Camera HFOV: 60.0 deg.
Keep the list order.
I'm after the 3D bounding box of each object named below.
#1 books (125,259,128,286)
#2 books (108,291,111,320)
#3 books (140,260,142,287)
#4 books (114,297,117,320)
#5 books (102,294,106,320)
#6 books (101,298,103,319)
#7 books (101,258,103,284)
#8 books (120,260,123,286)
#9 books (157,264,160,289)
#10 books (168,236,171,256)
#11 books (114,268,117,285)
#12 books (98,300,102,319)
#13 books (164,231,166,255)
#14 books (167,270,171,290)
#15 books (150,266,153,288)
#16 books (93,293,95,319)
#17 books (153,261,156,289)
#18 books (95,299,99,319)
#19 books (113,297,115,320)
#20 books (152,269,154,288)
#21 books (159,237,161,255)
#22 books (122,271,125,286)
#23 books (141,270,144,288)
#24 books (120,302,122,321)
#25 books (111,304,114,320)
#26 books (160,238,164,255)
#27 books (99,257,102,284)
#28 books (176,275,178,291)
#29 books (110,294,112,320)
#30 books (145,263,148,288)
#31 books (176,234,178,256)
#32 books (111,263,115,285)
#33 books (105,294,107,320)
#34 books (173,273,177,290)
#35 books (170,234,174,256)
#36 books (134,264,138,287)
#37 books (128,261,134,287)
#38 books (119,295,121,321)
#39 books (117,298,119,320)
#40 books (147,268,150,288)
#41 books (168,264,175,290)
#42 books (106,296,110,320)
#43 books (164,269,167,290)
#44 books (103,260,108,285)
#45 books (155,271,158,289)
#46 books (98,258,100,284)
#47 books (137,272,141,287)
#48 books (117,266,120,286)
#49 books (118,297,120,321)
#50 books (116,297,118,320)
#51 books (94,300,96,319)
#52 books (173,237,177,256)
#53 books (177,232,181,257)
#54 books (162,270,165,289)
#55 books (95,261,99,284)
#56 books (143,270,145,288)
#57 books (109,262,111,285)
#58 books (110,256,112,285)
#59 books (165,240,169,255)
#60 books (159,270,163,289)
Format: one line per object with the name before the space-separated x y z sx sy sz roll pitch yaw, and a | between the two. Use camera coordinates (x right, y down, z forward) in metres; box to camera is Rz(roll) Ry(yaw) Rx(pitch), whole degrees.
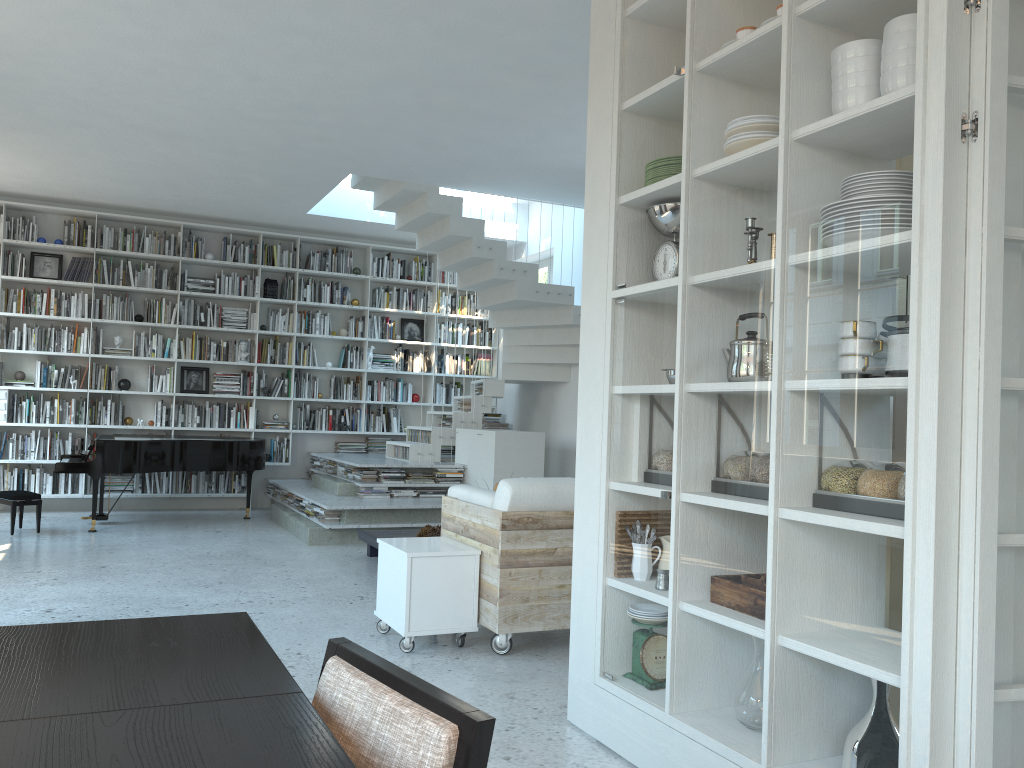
books | -4.145 -1.182 9.534 0.013 0.315 0.135 3 -2 -25
books | -4.291 -0.824 9.455 0.011 0.317 0.154 3 -2 -25
books | -4.009 -1.172 9.579 0.012 0.308 0.145 3 -2 -25
books | -4.228 -0.789 9.454 0.012 0.251 0.184 3 -2 -25
books | -4.336 -0.808 9.423 0.026 0.279 0.151 3 -2 -25
books | -4.356 -0.789 9.421 0.012 0.240 0.134 3 -2 -25
books | -4.357 -1.180 9.417 0.010 0.287 0.148 3 -2 -25
books | -4.185 -1.174 9.495 0.023 0.293 0.155 3 -2 -25
books | -3.859 -1.155 9.667 0.022 0.290 0.146 3 -2 -25
books | -3.753 -1.491 9.704 0.026 0.237 0.149 3 -2 -25
books | -4.237 -1.130 9.479 0.024 0.201 0.153 3 -2 -25
books | -4.378 -0.779 9.425 0.024 0.219 0.140 3 -2 -25
books | -3.796 -1.517 9.680 0.013 0.285 0.159 3 -2 -25
books | -3.747 -1.136 9.696 0.055 0.264 0.167 3 -2 -25
books | -3.921 -1.144 9.627 0.028 0.261 0.135 3 -2 -25
books | -4.430 -0.815 9.393 0.012 0.285 0.159 3 -2 -25
books | -3.885 -1.169 9.629 0.011 0.313 0.183 3 -2 -25
books | -4.403 -0.783 9.414 0.029 0.225 0.136 3 -2 -25
books | -4.237 -0.795 9.448 0.009 0.263 0.189 3 -2 -25
books | -3.902 -1.128 9.632 0.013 0.231 0.141 3 -2 -25
books | -3.836 -1.480 9.644 0.013 0.207 0.178 3 -2 -25
books | -4.166 -1.116 9.515 0.034 0.180 0.160 3 -2 -25
books | -4.006 -1.123 9.608 0.024 0.212 0.128 3 -2 -25
books | -4.185 -0.765 9.481 0.011 0.209 0.181 3 -2 -25
books | -4.265 -0.758 9.462 0.029 0.186 0.149 3 -2 -25
books | -3.817 -1.476 9.650 0.026 0.200 0.187 3 -2 -25
books | -4.377 -1.191 9.433 0.014 0.309 0.130 3 -2 -25
books | -3.688 -1.097 9.758 0.019 0.194 0.098 3 -2 -25
books | -4.273 -0.807 9.439 0.010 0.283 0.184 3 -2 -25
books | -3.967 -1.159 9.612 0.026 0.286 0.137 3 -2 -25
books | -3.682 -1.502 9.732 0.014 0.267 0.171 3 -2 -25
books | -4.255 -1.152 9.455 0.031 0.242 0.181 3 -2 -25
books | -4.317 -0.805 9.427 0.012 0.276 0.157 3 -2 -25
books | -3.706 -1.107 9.742 0.028 0.211 0.134 3 -2 -25
books | -3.731 -1.501 9.723 0.030 0.261 0.151 3 -2 -25
books | -4.056 -1.153 9.564 0.027 0.265 0.168 3 -2 -25
books | -4.095 -1.166 9.529 0.075 0.285 0.178 3 -2 -25
books | -4.196 -0.801 9.484 0.011 0.279 0.169 3 -2 -25
books | -4.219 -0.790 9.484 0.011 0.255 0.152 3 -2 -25
books | -3.936 -1.128 9.599 0.021 0.226 0.191 3 -2 -25
books | -3.732 -1.155 9.703 0.058 0.302 0.175 3 -2 -25
books | -4.302 -0.798 9.435 0.024 0.262 0.177 3 -2 -25
books | -3.792 -1.125 9.696 0.025 0.237 0.153 3 -2 -25
books | -4.325 -1.171 9.439 0.067 0.274 0.168 3 -2 -25
books | -3.880 -1.117 9.654 0.024 0.213 0.150 3 -2 -25
books | -4.381 -1.179 9.408 0.013 0.283 0.158 3 -2 -25
books | -4.030 -1.109 9.569 0.028 0.180 0.168 3 -2 -25
books | -4.210 -1.138 9.484 0.029 0.219 0.157 3 -2 -25
books | -4.203 -0.792 9.474 0.009 0.261 0.180 3 -2 -25
books | -4.228 -0.793 9.480 0.010 0.261 0.169 3 -2 -25
books | -4.413 -0.776 9.383 0.015 0.207 0.186 3 -2 -25
books | -3.698 -1.482 9.716 0.026 0.225 0.172 3 -2 -25
books | -3.662 -1.512 9.736 0.026 0.288 0.176 3 -2 -25
books | -3.806 -1.119 9.673 0.022 0.222 0.161 3 -2 -25
books | -4.391 -1.167 9.387 0.023 0.256 0.174 3 -2 -25
books | -3.979 -1.121 9.592 0.010 0.208 0.173 3 -2 -25
books | -4.287 -1.162 9.449 0.011 0.260 0.157 3 -2 -25
books | -4.272 -1.190 9.446 0.012 0.315 0.171 3 -2 -25
books | -3.776 -1.466 9.682 0.031 0.184 0.176 3 -2 -25
books | -3.828 -1.118 9.658 0.030 0.217 0.182 3 -2 -25
